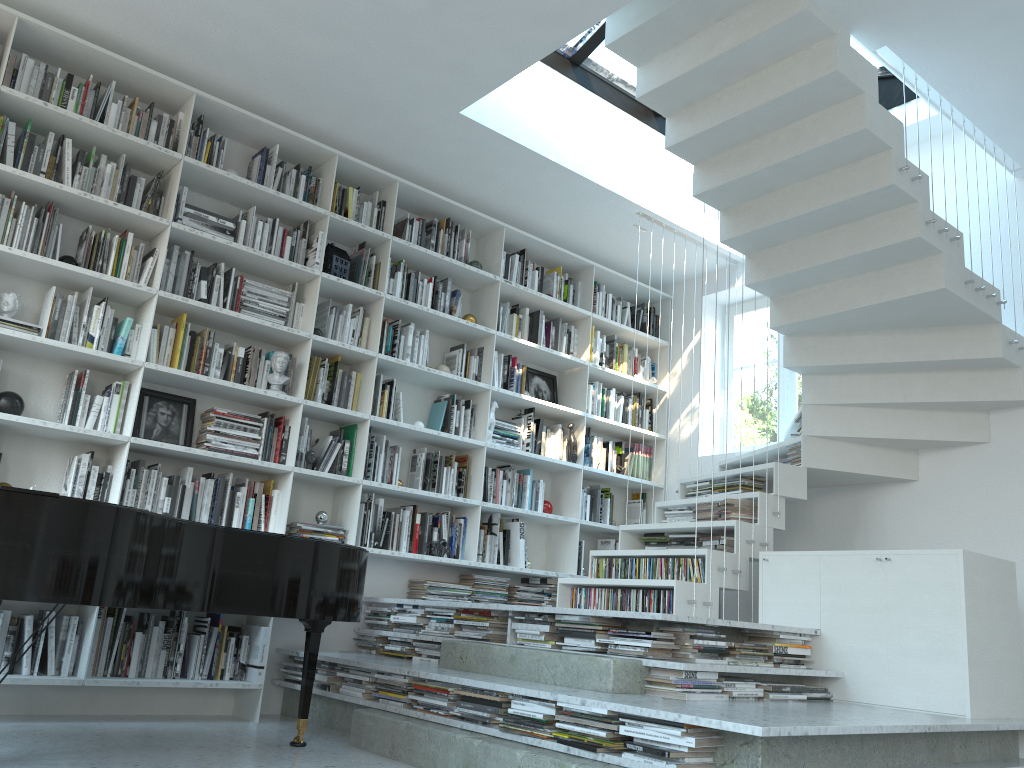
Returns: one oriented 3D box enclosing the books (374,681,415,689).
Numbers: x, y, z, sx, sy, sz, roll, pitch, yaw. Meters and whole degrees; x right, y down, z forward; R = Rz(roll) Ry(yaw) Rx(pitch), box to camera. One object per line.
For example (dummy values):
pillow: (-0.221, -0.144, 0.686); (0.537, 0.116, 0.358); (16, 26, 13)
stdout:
books: (-0.477, 1.348, 3.972); (0.170, 0.009, 0.242); (18, -20, -41)

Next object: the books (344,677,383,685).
books: (-0.677, 1.408, 4.204); (0.171, 0.020, 0.194); (15, -18, -33)

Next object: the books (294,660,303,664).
books: (-1.040, 1.472, 4.682); (0.133, 0.017, 0.231); (16, -19, -36)

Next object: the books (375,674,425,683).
books: (-0.475, 1.322, 3.979); (0.171, 0.015, 0.253); (18, -20, -40)

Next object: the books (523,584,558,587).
books: (0.232, 1.348, 5.897); (0.160, 0.012, 0.285); (18, -20, -41)

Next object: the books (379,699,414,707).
books: (-0.476, 1.423, 3.959); (0.157, 0.014, 0.180); (18, -20, -40)

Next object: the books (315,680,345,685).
books: (-0.868, 1.491, 4.435); (0.148, 0.012, 0.206); (19, -20, -42)

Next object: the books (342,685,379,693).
books: (-0.677, 1.444, 4.198); (0.172, 0.014, 0.221); (16, -19, -36)

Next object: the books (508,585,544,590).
books: (0.104, 1.346, 5.840); (0.368, 0.007, 0.206); (16, -19, -35)

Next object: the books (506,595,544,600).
books: (0.101, 1.405, 5.822); (0.368, 0.007, 0.206); (15, -18, -34)

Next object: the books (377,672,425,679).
books: (-0.471, 1.310, 3.984); (0.175, 0.011, 0.228); (17, -19, -38)

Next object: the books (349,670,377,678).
books: (-0.659, 1.380, 4.225); (0.130, 0.018, 0.256); (15, -18, -34)

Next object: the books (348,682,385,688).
books: (-0.666, 1.428, 4.210); (0.148, 0.012, 0.206); (16, -19, -36)

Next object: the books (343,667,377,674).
books: (-0.668, 1.365, 4.220); (0.160, 0.006, 0.285); (16, -19, -35)

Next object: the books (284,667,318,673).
books: (-1.064, 1.504, 4.656); (0.188, 0.009, 0.211); (17, -19, -38)

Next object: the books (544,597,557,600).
books: (0.231, 1.423, 5.882); (0.166, 0.014, 0.236); (16, -19, -37)

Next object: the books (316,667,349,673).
books: (-0.866, 1.436, 4.448); (0.160, 0.009, 0.292); (16, -19, -35)

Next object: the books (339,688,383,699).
books: (-0.683, 1.462, 4.189); (0.178, 0.026, 0.230); (15, -18, -34)

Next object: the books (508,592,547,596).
books: (0.099, 1.384, 5.833); (0.368, 0.007, 0.206); (17, -19, -38)

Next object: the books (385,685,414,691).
books: (-0.464, 1.363, 3.980); (0.140, 0.013, 0.180); (15, -18, -34)

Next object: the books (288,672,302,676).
books: (-1.049, 1.534, 4.663); (0.122, 0.008, 0.291); (19, -20, -42)

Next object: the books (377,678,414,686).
books: (-0.482, 1.335, 3.971); (0.183, 0.016, 0.199); (14, -18, -32)

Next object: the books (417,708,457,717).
books: (-0.272, 1.380, 3.728); (0.148, 0.008, 0.236); (17, -19, -38)

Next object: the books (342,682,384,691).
books: (-0.665, 1.437, 4.209); (0.149, 0.007, 0.300); (16, -19, -37)

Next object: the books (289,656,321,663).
books: (-1.050, 1.454, 4.677); (0.158, 0.014, 0.234); (17, -20, -39)

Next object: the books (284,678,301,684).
books: (-1.061, 1.562, 4.647); (0.172, 0.015, 0.241); (16, -19, -37)

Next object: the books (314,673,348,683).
books: (-0.882, 1.467, 4.428); (0.191, 0.028, 0.213); (15, -18, -33)

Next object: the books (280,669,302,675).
books: (-1.066, 1.513, 4.652); (0.177, 0.012, 0.278); (18, -20, -41)

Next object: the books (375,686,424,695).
books: (-0.475, 1.371, 3.969); (0.159, 0.011, 0.246); (18, -20, -41)

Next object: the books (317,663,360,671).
books: (-0.853, 1.423, 4.461); (0.135, 0.014, 0.298); (16, -19, -36)

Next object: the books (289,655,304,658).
books: (-1.054, 1.442, 4.676); (0.157, 0.007, 0.269); (14, -18, -32)

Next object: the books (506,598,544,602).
books: (0.096, 1.421, 5.823); (0.368, 0.007, 0.206); (16, -19, -36)

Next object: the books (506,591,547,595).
books: (0.107, 1.375, 5.826); (0.328, 0.008, 0.208); (14, -18, -32)

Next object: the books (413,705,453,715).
books: (-0.283, 1.369, 3.721); (0.161, 0.008, 0.254); (14, -18, -32)

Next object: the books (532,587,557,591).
books: (0.231, 1.365, 5.893); (0.165, 0.015, 0.243); (15, -18, -34)

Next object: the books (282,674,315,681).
books: (-1.067, 1.538, 4.647); (0.180, 0.012, 0.262); (15, -18, -34)

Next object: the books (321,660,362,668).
books: (-0.856, 1.407, 4.462); (0.137, 0.018, 0.200); (15, -18, -33)

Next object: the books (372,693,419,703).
books: (-0.477, 1.402, 3.962); (0.159, 0.012, 0.292); (18, -20, -40)

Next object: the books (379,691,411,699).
books: (-0.473, 1.391, 3.967); (0.165, 0.012, 0.205); (16, -19, -37)

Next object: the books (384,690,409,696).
books: (-0.462, 1.385, 3.978); (0.123, 0.008, 0.294); (15, -18, -34)

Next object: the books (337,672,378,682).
books: (-0.678, 1.391, 4.207); (0.180, 0.015, 0.294); (17, -20, -39)

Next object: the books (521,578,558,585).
books: (0.222, 1.317, 5.895); (0.205, 0.035, 0.267); (16, -19, -36)

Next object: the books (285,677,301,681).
books: (-1.061, 1.550, 4.650); (0.155, 0.009, 0.233); (19, -20, -42)

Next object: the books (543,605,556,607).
books: (0.219, 1.469, 5.863); (0.168, 0.008, 0.282); (18, -20, -41)

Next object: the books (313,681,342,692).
books: (-0.879, 1.509, 4.422); (0.189, 0.030, 0.238); (16, -19, -37)

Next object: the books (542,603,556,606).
books: (0.220, 1.459, 5.865); (0.183, 0.012, 0.206); (17, -19, -38)

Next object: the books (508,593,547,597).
books: (0.100, 1.391, 5.828); (0.328, 0.008, 0.208); (16, -19, -35)

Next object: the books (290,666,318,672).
books: (-1.045, 1.499, 4.673); (0.136, 0.013, 0.258); (17, -20, -39)

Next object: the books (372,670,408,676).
books: (-0.482, 1.298, 3.977); (0.193, 0.005, 0.225); (18, -20, -41)

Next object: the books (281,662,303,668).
books: (-1.068, 1.479, 4.657); (0.191, 0.013, 0.244); (18, -20, -41)

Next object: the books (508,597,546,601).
books: (0.097, 1.413, 5.825); (0.328, 0.008, 0.207); (16, -19, -36)

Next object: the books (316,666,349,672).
books: (-0.858, 1.432, 4.455); (0.126, 0.005, 0.290); (19, -20, -42)

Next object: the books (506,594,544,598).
books: (0.102, 1.398, 5.824); (0.328, 0.008, 0.207); (18, -20, -40)

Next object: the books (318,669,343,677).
books: (-0.858, 1.452, 4.451); (0.143, 0.019, 0.231); (16, -19, -36)

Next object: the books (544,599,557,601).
books: (0.227, 1.432, 5.877); (0.158, 0.008, 0.293); (15, -18, -34)

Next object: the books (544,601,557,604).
books: (0.231, 1.450, 5.877); (0.149, 0.013, 0.209); (15, -18, -34)

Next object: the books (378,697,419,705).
books: (-0.469, 1.414, 3.967); (0.140, 0.008, 0.283); (17, -20, -39)

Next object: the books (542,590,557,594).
books: (0.225, 1.380, 5.885); (0.173, 0.019, 0.196); (14, -18, -32)

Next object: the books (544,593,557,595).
books: (0.230, 1.396, 5.886); (0.169, 0.010, 0.283); (17, -19, -38)
